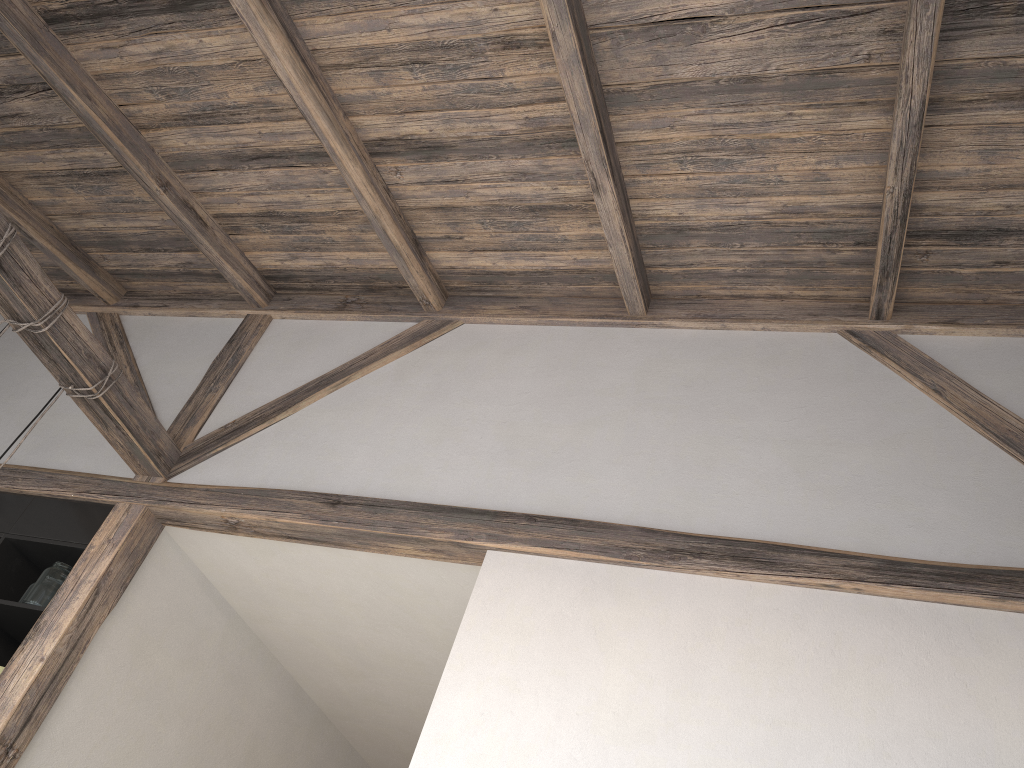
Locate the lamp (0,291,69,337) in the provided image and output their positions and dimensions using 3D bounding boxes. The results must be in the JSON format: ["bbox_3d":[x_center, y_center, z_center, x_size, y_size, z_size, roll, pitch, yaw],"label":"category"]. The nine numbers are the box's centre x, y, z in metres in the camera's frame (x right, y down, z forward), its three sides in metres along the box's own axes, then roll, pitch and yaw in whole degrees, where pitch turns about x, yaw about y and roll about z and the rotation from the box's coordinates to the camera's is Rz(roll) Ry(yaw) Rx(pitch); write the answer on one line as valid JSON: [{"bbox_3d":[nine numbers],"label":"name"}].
[{"bbox_3d":[-1.830,0.115,2.779,0.240,1.167,0.114,-4,-44,31],"label":"lamp"}]

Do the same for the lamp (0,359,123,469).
[{"bbox_3d":[-1.771,0.375,2.982,0.225,1.265,0.116,3,-40,23],"label":"lamp"}]

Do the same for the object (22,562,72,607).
[{"bbox_3d":[-1.814,0.810,3.464,0.125,0.195,0.132,1,-41,24],"label":"object"}]

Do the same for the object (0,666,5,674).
[{"bbox_3d":[-1.969,1.145,3.336,0.149,0.160,0.144,13,-38,10],"label":"object"}]

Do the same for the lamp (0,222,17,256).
[{"bbox_3d":[-1.893,-0.075,2.543,0.224,1.215,0.115,3,-40,23],"label":"lamp"}]

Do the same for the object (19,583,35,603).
[{"bbox_3d":[-1.915,0.880,3.564,0.129,0.163,0.130,36,-40,-19],"label":"object"}]

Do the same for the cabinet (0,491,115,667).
[{"bbox_3d":[-3.290,0.124,1.974,2.086,2.368,4.473,4,-41,20],"label":"cabinet"}]
